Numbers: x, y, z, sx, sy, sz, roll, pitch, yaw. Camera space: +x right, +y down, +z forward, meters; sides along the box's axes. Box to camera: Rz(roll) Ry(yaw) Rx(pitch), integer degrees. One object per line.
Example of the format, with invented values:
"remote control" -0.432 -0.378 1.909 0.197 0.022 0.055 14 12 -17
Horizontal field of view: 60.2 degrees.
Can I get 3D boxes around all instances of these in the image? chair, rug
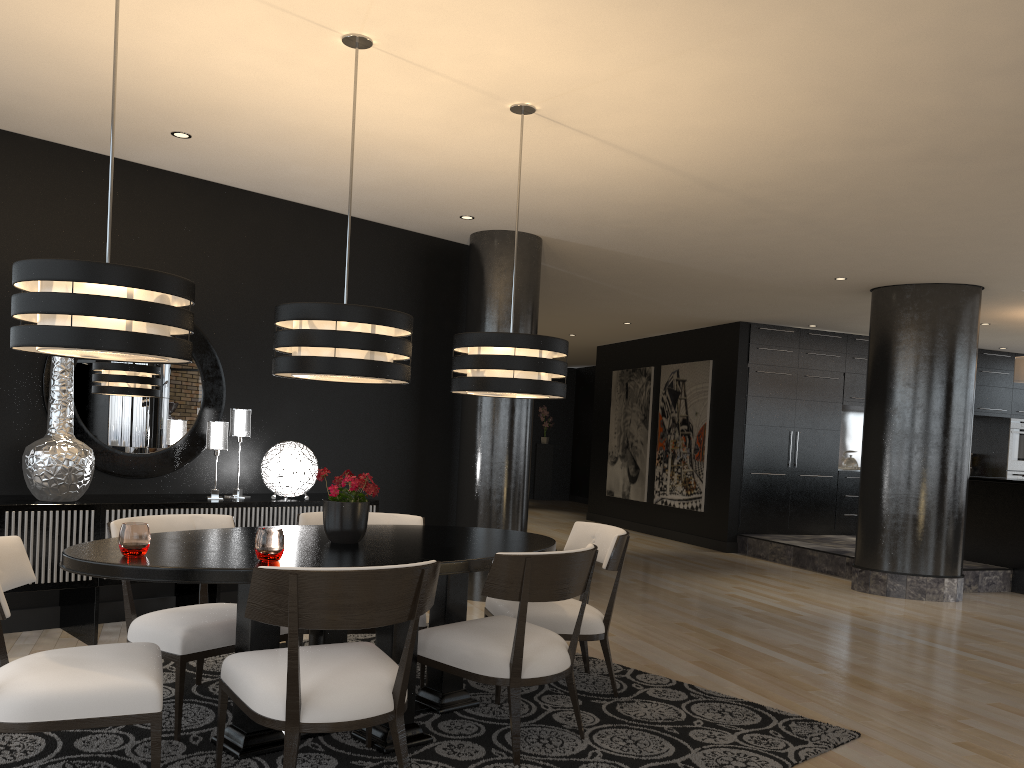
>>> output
"chair" -1.443 0.917 2.815 0.617 0.807 0.641 3 0 -23
"chair" -0.723 1.042 4.242 0.643 0.807 0.615 3 0 -15
"rug" -0.761 1.394 3.540 3.733 0.011 2.712 6 -5 -44
"chair" -1.328 0.979 3.721 0.614 0.807 0.644 3 0 32
"chair" -0.615 0.967 2.941 0.644 0.807 0.614 3 0 -33
"chair" -0.011 1.037 3.560 0.614 0.807 0.644 3 0 40
"chair" 0.231 1.097 4.335 0.617 0.807 0.641 3 0 -15

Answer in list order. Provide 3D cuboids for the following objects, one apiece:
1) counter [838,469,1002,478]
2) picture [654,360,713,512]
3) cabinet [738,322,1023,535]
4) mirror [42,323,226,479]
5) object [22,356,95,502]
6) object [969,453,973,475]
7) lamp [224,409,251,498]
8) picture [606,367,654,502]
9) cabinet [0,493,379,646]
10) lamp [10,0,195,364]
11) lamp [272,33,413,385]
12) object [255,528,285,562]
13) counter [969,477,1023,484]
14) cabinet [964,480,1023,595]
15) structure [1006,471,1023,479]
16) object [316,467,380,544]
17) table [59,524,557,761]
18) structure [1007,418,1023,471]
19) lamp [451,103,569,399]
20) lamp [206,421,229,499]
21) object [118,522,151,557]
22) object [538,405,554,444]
"counter" 5.263 1.206 11.830 2.866 0.034 0.730 4 -4 -21
"picture" 2.216 0.668 11.431 0.077 1.875 1.152 2 1 -21
"cabinet" 5.296 0.750 11.793 5.737 2.529 0.726 4 1 -21
"mirror" -2.233 0.033 5.302 1.079 1.079 0.025 4 1 -43
"object" -2.385 0.015 4.676 0.344 1.210 0.342 2 2 -35
"object" 6.325 1.126 12.477 0.366 0.316 0.113 3 1 -21
"lamp" -1.701 0.431 5.505 0.132 0.551 0.124 3 2 9
"picture" 1.708 0.723 12.740 0.077 1.875 1.152 2 1 -21
"cabinet" -1.912 1.065 5.295 2.243 0.767 0.609 6 -2 -43
"lamp" -1.290 -0.754 2.848 0.536 1.330 0.534 2 2 -44
"lamp" -0.637 -0.682 3.465 0.536 1.330 0.534 2 2 -44
"object" -0.809 0.537 2.948 0.095 0.106 0.095 3 -1 -32
"counter" 6.217 1.050 9.113 3.120 0.032 1.179 4 -4 -21
"cabinet" 6.190 1.585 9.131 3.120 1.039 1.178 4 -1 -21
"structure" 7.044 1.564 12.162 0.702 0.708 0.085 3 2 -21
"object" -0.653 0.486 3.526 0.238 0.298 0.228 3 0 -41
"table" -0.686 1.019 3.560 2.112 0.769 1.206 6 -3 -42
"structure" 7.082 0.843 12.138 0.702 0.708 0.085 3 2 -21
"lamp" 0.017 -0.610 4.081 0.536 1.330 0.534 2 2 -44
"lamp" -1.789 0.459 5.343 0.125 0.466 0.132 2 2 -21
"object" -1.241 0.511 2.901 0.095 0.106 0.095 3 -1 13
"object" 0.688 0.830 17.982 0.338 0.788 0.228 3 2 8
